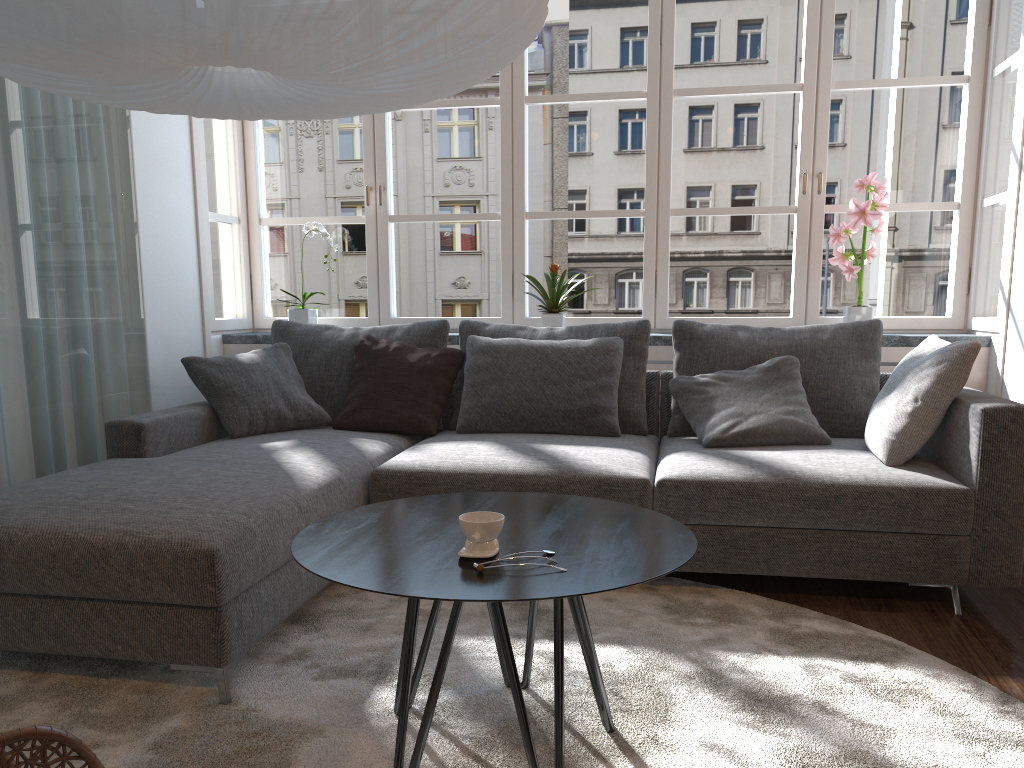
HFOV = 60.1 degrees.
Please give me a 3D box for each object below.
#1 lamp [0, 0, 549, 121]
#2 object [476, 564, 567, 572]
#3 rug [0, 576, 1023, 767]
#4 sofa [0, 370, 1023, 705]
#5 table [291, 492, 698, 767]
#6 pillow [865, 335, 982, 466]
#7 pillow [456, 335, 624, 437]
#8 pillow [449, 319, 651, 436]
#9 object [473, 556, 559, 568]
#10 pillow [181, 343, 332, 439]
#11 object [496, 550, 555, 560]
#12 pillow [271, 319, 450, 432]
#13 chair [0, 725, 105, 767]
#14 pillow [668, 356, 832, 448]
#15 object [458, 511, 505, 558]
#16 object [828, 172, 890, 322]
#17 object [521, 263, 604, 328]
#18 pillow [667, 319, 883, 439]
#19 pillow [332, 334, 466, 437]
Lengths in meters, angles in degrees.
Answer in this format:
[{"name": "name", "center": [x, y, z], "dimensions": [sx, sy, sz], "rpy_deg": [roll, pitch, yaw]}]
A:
[{"name": "lamp", "center": [-0.650, -0.780, 2.021], "dimensions": [1.462, 0.212, 1.463], "rpy_deg": [-5, 7, -42]}, {"name": "object", "center": [0.019, 0.337, 1.623], "dimensions": [0.168, 0.015, 0.014], "rpy_deg": [0, 7, -2]}, {"name": "rug", "center": [-0.179, 0.794, 1.896], "dimensions": [2.836, 0.012, 2.810], "rpy_deg": [-1, 5, -9]}, {"name": "sofa", "center": [0.049, 0.363, 2.930], "dimensions": [3.066, 0.679, 2.020], "rpy_deg": [1, 6, 11]}, {"name": "table", "center": [-0.035, 0.556, 1.927], "dimensions": [0.846, 0.478, 0.839], "rpy_deg": [1, 7, 13]}, {"name": "pillow", "center": [1.369, 0.047, 3.041], "dimensions": [0.286, 0.419, 0.489], "rpy_deg": [1, 7, 10]}, {"name": "pillow", "center": [0.119, 0.006, 3.604], "dimensions": [0.666, 0.402, 0.289], "rpy_deg": [1, 8, 10]}, {"name": "pillow", "center": [0.159, -0.033, 3.736], "dimensions": [0.839, 0.480, 0.274], "rpy_deg": [1, 9, 11]}, {"name": "object", "center": [0.007, 0.333, 1.663], "dimensions": [0.163, 0.016, 0.025], "rpy_deg": [-2, 7, -14]}, {"name": "pillow", "center": [-1.050, 0.020, 3.655], "dimensions": [0.513, 0.363, 0.344], "rpy_deg": [-6, 9, -40]}, {"name": "object", "center": [0.027, 0.331, 1.717], "dimensions": [0.124, 0.010, 0.025], "rpy_deg": [-3, 6, -23]}, {"name": "pillow", "center": [-0.699, -0.041, 3.885], "dimensions": [0.836, 0.483, 0.272], "rpy_deg": [1, 9, 11]}, {"name": "chair", "center": [-1.004, 0.501, 1.169], "dimensions": [0.715, 0.717, 0.681], "rpy_deg": [7, 10, 43]}, {"name": "pillow", "center": [0.892, 0.061, 3.357], "dimensions": [0.492, 0.325, 0.440], "rpy_deg": [-1, 7, -8]}, {"name": "object", "center": [-0.069, 0.299, 1.736], "dimensions": [0.091, 0.070, 0.138], "rpy_deg": [3, 7, 23]}, {"name": "object", "center": [1.511, -0.562, 3.862], "dimensions": [0.201, 0.698, 0.294], "rpy_deg": [-2, 9, -10]}, {"name": "object", "center": [0.222, -0.397, 4.121], "dimensions": [0.376, 0.332, 0.319], "rpy_deg": [-2, 8, -14]}, {"name": "pillow", "center": [1.055, -0.018, 3.558], "dimensions": [0.836, 0.482, 0.272], "rpy_deg": [1, 9, 11]}, {"name": "pillow", "center": [-0.477, 0.000, 3.691], "dimensions": [0.521, 0.408, 0.308], "rpy_deg": [1, 8, 12]}]
